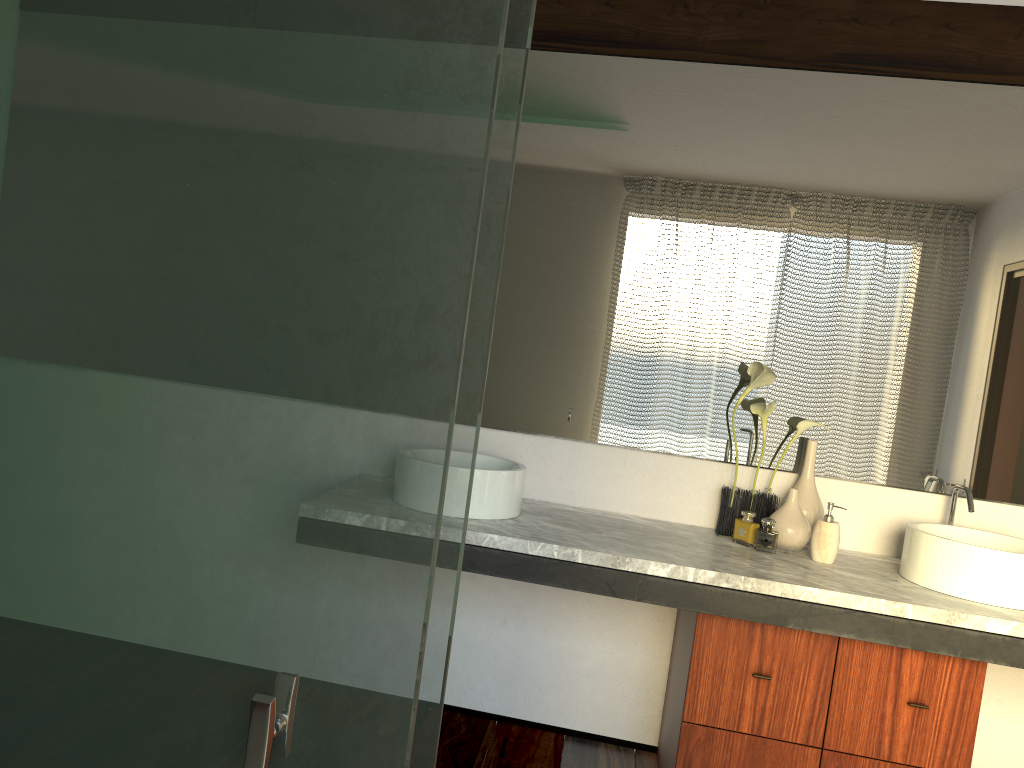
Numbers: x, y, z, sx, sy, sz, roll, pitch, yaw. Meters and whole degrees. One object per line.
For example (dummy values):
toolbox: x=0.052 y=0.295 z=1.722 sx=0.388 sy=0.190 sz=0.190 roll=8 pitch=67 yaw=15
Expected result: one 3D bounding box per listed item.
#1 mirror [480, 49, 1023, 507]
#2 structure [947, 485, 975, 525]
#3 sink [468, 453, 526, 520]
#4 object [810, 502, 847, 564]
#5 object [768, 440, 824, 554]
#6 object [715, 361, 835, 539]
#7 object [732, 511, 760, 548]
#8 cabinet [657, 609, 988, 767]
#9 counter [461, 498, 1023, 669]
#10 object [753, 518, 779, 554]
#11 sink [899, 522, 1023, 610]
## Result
mirror: x=0.305 y=-0.394 z=2.643 sx=4.111 sy=1.152 sz=0.017 roll=8 pitch=3 yaw=9
structure: x=1.184 y=0.392 z=2.403 sx=0.067 sy=0.242 sz=0.163 roll=8 pitch=3 yaw=11
sink: x=-0.146 y=0.271 z=2.460 sx=0.361 sy=0.131 sz=0.354 roll=8 pitch=2 yaw=11
object: x=0.830 y=0.391 z=2.336 sx=0.070 sy=0.158 sz=0.071 roll=7 pitch=3 yaw=-9
object: x=0.796 y=0.309 z=2.455 sx=0.123 sy=0.305 sz=0.234 roll=9 pitch=3 yaw=34
object: x=0.735 y=0.198 z=2.495 sx=0.241 sy=0.504 sz=0.190 roll=7 pitch=3 yaw=-14
object: x=0.643 y=0.396 z=2.429 sx=0.038 sy=0.092 sz=0.067 roll=6 pitch=3 yaw=-32
cabinet: x=0.769 y=0.863 z=2.343 sx=0.664 sy=0.600 sz=0.508 roll=8 pitch=2 yaw=8
counter: x=0.614 y=0.493 z=2.323 sx=2.277 sy=0.101 sz=0.582 roll=8 pitch=2 yaw=9
object: x=0.680 y=0.402 z=2.363 sx=0.058 sy=0.090 sz=0.038 roll=8 pitch=3 yaw=18
sink: x=1.185 y=0.455 z=2.238 sx=0.353 sy=0.131 sz=0.361 roll=7 pitch=2 yaw=-14
